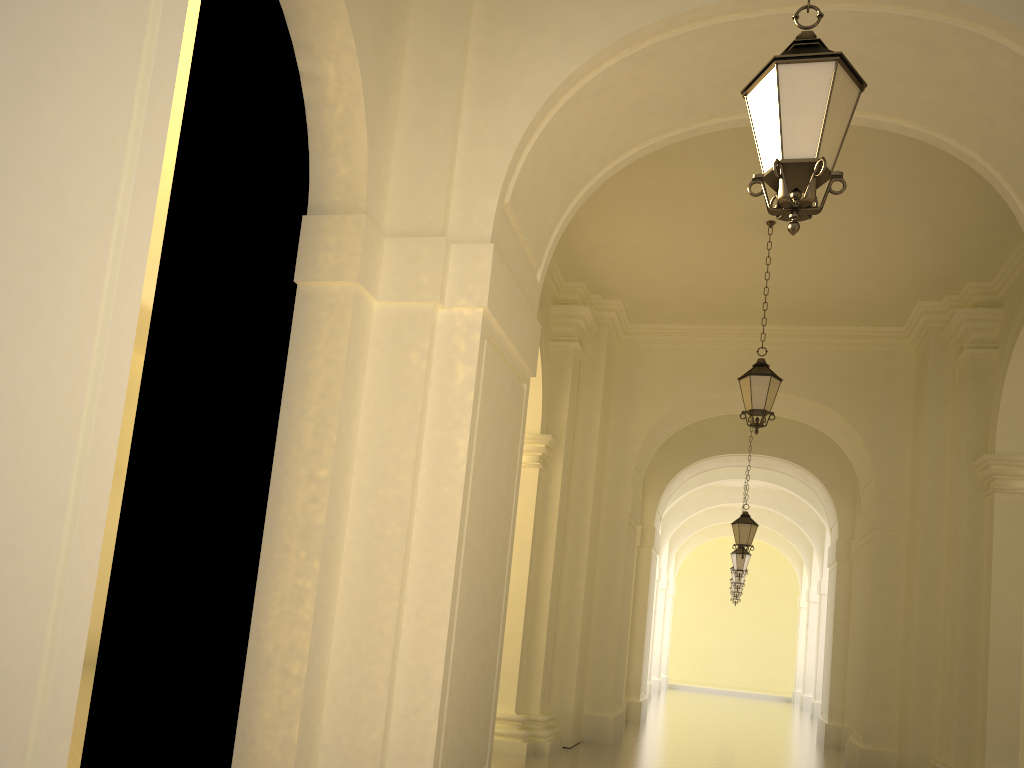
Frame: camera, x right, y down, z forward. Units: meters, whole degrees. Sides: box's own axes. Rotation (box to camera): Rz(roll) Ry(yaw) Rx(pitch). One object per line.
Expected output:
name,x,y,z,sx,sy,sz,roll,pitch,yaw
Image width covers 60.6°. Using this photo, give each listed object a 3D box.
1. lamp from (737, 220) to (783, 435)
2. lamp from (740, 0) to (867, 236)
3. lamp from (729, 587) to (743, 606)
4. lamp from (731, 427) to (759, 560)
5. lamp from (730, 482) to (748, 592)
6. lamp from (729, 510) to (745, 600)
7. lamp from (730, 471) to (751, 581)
lamp,2.902,-0.660,10.097,0.443,2.514,0.519,-1,-10,44
lamp,1.326,-2.210,3.811,0.445,3.243,0.517,8,-8,-15
lamp,8.318,6.521,32.185,0.509,3.243,0.452,4,-8,15
lamp,4.392,1.618,16.253,0.445,3.243,0.517,8,-8,-15
lamp,6.511,4.265,24.852,0.509,3.243,0.452,4,-8,15
lamp,7.417,5.396,28.530,0.509,3.243,0.452,4,-8,15
lamp,5.588,3.112,21.107,0.509,3.243,0.452,4,-8,15
